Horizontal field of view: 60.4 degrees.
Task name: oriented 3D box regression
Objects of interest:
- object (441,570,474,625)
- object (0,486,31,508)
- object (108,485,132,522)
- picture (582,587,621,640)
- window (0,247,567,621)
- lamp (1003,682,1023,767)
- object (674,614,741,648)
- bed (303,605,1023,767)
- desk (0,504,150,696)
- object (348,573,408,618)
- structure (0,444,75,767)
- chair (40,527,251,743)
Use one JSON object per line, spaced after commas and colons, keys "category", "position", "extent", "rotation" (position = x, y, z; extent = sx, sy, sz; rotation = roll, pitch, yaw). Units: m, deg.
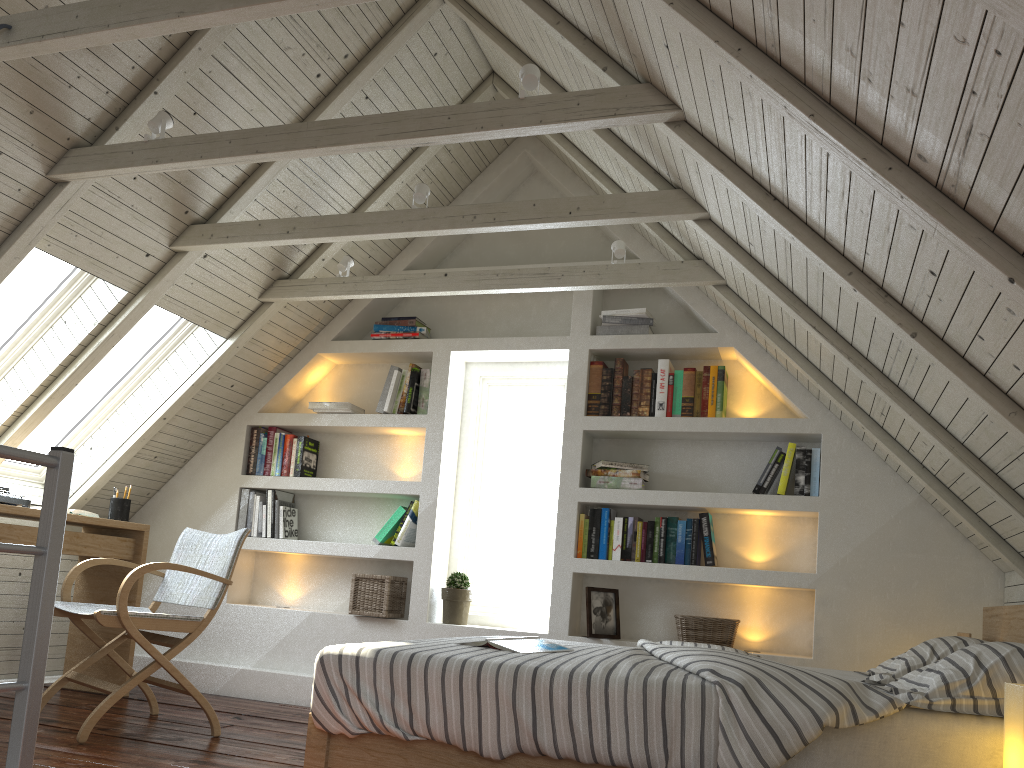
{"category": "object", "position": [-0.264, 1.020, 4.230], "extent": [0.159, 0.266, 0.163], "rotation": [3, -8, 12]}
{"category": "object", "position": [-2.150, 0.352, 3.504], "extent": [0.353, 0.234, 0.396], "rotation": [2, -12, 14]}
{"category": "object", "position": [-1.849, 0.564, 4.152], "extent": [0.089, 0.183, 0.089], "rotation": [7, -8, -17]}
{"category": "picture", "position": [0.384, 1.019, 3.919], "extent": [0.175, 0.219, 0.127], "rotation": [10, -10, -30]}
{"category": "window", "position": [-1.221, 0.234, 3.806], "extent": [3.096, 1.351, 1.429], "rotation": [5, -10, -3]}
{"category": "lamp", "position": [0.978, 0.690, 1.633], "extent": [0.090, 0.248, 0.092], "rotation": [3, -7, 10]}
{"category": "object", "position": [0.843, 1.077, 3.817], "extent": [0.282, 0.132, 0.181], "rotation": [2, -11, 10]}
{"category": "bed", "position": [0.581, 0.938, 2.623], "extent": [1.876, 0.692, 1.912], "rotation": [0, -13, 19]}
{"category": "desk", "position": [-2.146, 0.901, 3.594], "extent": [0.377, 0.791, 1.352], "rotation": [2, -12, 19]}
{"category": "object", "position": [-0.657, 1.042, 4.330], "extent": [0.204, 0.197, 0.209], "rotation": [1, -11, 19]}
{"category": "structure", "position": [-1.539, 0.409, 1.015], "extent": [0.835, 0.978, 1.674], "rotation": [1, -12, 19]}
{"category": "chair", "position": [-1.411, 0.914, 3.364], "extent": [0.552, 0.778, 0.568], "rotation": [-4, -12, 44]}
